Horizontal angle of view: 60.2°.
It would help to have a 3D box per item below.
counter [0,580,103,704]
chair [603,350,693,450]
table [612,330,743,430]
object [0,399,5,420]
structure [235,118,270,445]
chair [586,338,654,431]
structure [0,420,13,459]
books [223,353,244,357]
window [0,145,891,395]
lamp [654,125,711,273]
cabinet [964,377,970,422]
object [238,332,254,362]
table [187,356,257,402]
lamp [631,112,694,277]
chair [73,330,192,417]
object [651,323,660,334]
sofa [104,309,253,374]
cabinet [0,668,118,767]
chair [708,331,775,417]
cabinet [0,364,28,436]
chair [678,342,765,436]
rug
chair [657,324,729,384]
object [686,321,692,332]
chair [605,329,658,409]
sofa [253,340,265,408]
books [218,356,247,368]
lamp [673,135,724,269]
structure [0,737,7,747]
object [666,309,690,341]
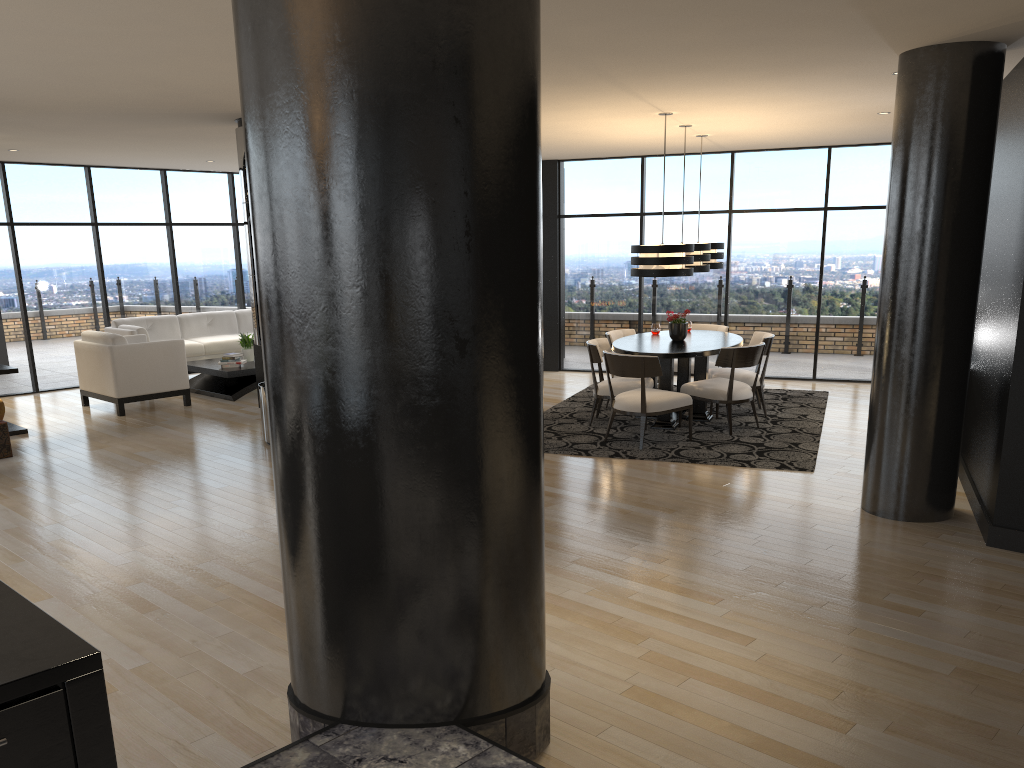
[{"bbox_3d":[-2.192,0.608,0.799,1.169,0.032,3.080,8,13,43],"label":"counter"},{"bbox_3d":[1.131,0.117,7.624,0.610,0.823,0.635,-11,16,-39],"label":"chair"},{"bbox_3d":[1.625,-0.045,8.685,1.206,0.785,2.070,4,11,23],"label":"table"},{"bbox_3d":[-5.101,0.178,8.643,0.222,0.505,0.218,-6,14,-19],"label":"object"},{"bbox_3d":[-1.871,-0.827,7.623,0.888,2.800,0.577,7,16,30],"label":"structure"},{"bbox_3d":[1.016,-0.006,8.402,0.615,0.823,0.630,2,13,14],"label":"chair"},{"bbox_3d":[-4.755,-0.159,7.480,0.724,1.627,0.511,11,18,42],"label":"structure"},{"bbox_3d":[-3.278,-0.342,10.389,0.184,0.027,0.152,5,11,34],"label":"books"},{"bbox_3d":[-3.085,-1.593,5.924,10.083,4.884,15.650,5,11,30],"label":"window"},{"bbox_3d":[1.614,-1.735,8.312,0.534,1.357,0.525,4,14,20],"label":"lamp"},{"bbox_3d":[3.481,0.088,7.672,0.609,0.782,2.198,4,11,21],"label":"cabinet"},{"bbox_3d":[-3.253,-0.466,10.870,0.284,0.378,0.210,0,13,7],"label":"object"},{"bbox_3d":[-2.987,-0.153,11.188,1.254,0.359,2.010,8,13,43],"label":"table"},{"bbox_3d":[1.289,-1.598,7.502,0.534,1.357,0.525,4,14,20],"label":"lamp"},{"bbox_3d":[-4.237,-0.178,9.874,0.992,0.874,0.845,10,16,42],"label":"chair"},{"bbox_3d":[1.491,-0.571,9.159,0.095,0.108,0.094,6,14,31],"label":"object"},{"bbox_3d":[-4.026,-0.543,12.108,0.847,0.873,2.665,10,15,43],"label":"sofa"},{"bbox_3d":[-2.183,1.138,0.932,1.169,1.059,3.080,10,14,43],"label":"cabinet"},{"bbox_3d":[2.275,-0.094,8.805,0.616,0.823,0.629,0,12,7],"label":"chair"},{"bbox_3d":[-6.070,-0.931,8.723,2.638,2.798,1.172,10,17,43],"label":"cabinet"},{"bbox_3d":[1.953,0.026,8.099,0.636,0.823,0.609,-11,16,-39],"label":"chair"},{"bbox_3d":[1.667,0.323,8.831,2.711,0.011,3.657,3,10,21],"label":"rug"},{"bbox_3d":[1.988,-0.225,9.646,0.637,0.823,0.608,10,16,41],"label":"chair"},{"bbox_3d":[1.861,-0.613,9.378,0.095,0.108,0.093,-4,12,-12],"label":"object"},{"bbox_3d":[1.295,-0.139,9.194,0.613,0.823,0.632,6,14,30],"label":"chair"},{"bbox_3d":[-1.816,-0.226,10.075,0.831,0.820,2.010,10,15,43],"label":"sofa"},{"bbox_3d":[-3.293,-0.267,10.409,0.307,0.129,0.219,-2,11,-8],"label":"books"},{"bbox_3d":[1.938,-1.871,9.122,0.534,1.357,0.525,4,14,20],"label":"lamp"},{"bbox_3d":[-1.976,0.708,0.621,0.650,1.039,2.746,11,15,42],"label":"structure"},{"bbox_3d":[1.603,-0.574,8.565,0.228,0.304,0.233,4,13,23],"label":"object"}]
